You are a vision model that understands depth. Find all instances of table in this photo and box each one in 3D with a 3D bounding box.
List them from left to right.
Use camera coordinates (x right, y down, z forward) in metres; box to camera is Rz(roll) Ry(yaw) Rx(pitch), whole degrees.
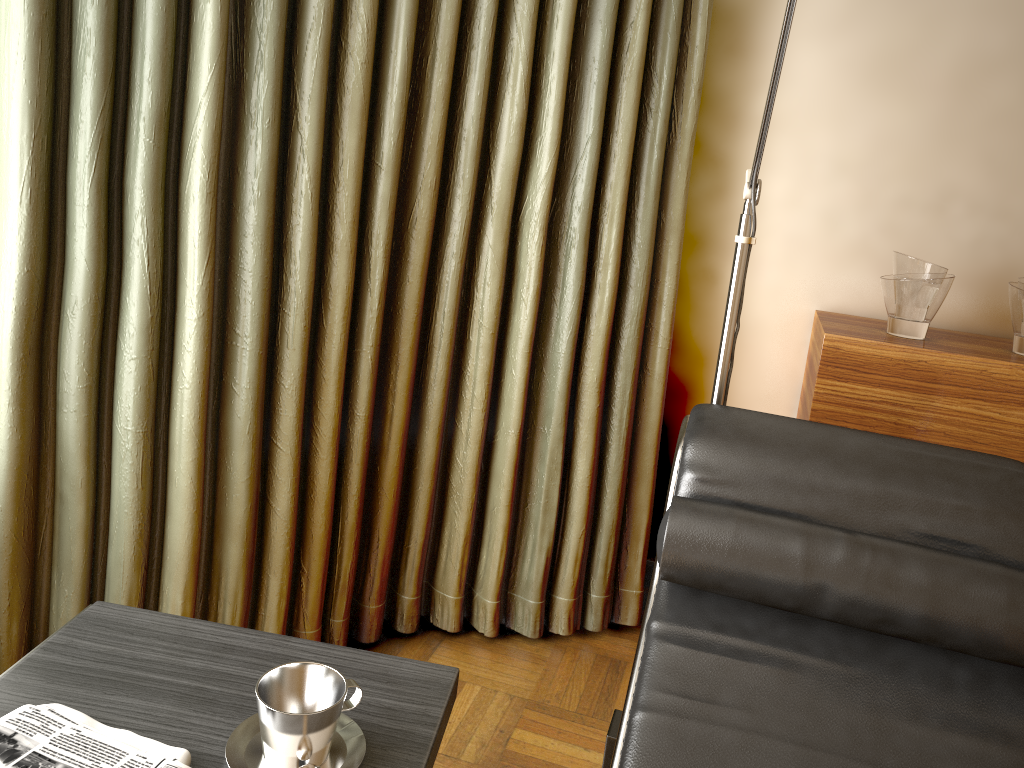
[{"bbox_3d":[-0.358,0.416,0.960,0.518,0.044,0.507,8,14,6],"label":"table"}]

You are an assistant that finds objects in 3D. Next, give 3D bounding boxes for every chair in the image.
[{"bbox_3d":[0.340,0.620,0.869,0.638,0.785,1.812,10,13,14],"label":"chair"}]

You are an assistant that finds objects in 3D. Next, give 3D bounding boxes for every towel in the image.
[{"bbox_3d":[-0.455,0.391,0.881,0.242,0.035,0.181,12,14,18],"label":"towel"}]

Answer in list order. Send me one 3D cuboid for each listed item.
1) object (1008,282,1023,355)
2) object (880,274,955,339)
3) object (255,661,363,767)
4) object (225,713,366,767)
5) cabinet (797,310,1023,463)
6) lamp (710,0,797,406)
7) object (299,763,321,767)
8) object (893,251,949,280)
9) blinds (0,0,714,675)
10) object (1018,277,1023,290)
[{"bbox_3d":[1.181,-0.139,1.973,0.155,0.152,0.158,8,12,5],"label":"object"},{"bbox_3d":[0.925,-0.187,2.043,0.155,0.152,0.158,1,13,-28],"label":"object"},{"bbox_3d":[-0.230,0.364,0.969,0.098,0.077,0.112,10,13,16],"label":"object"},{"bbox_3d":[-0.236,0.401,0.969,0.151,0.009,0.151,12,15,20],"label":"object"},{"bbox_3d":[1.493,0.412,1.995,1.680,0.850,0.420,10,11,15],"label":"cabinet"},{"bbox_3d":[0.406,0.026,1.073,0.454,1.938,1.430,10,11,18],"label":"lamp"},{"bbox_3d":[-0.199,0.422,0.875,0.029,0.019,0.126,3,14,-16],"label":"object"},{"bbox_3d":[0.930,-0.225,2.037,0.122,0.148,0.124,6,11,-3],"label":"object"},{"bbox_3d":[-0.224,-0.558,1.875,1.531,2.417,0.228,1,11,-30],"label":"blinds"},{"bbox_3d":[1.185,-0.176,1.967,0.122,0.148,0.124,6,11,-5],"label":"object"}]
